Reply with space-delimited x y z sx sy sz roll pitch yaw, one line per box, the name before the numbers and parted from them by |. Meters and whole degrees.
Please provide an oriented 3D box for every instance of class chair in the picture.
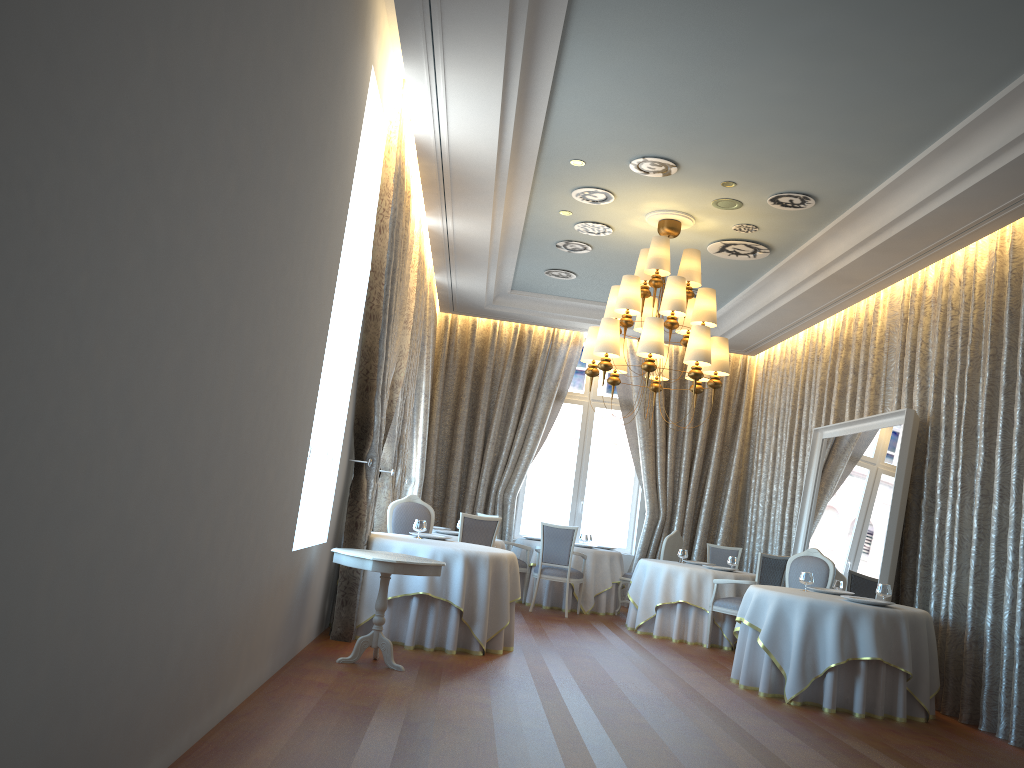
chair | 1.871 2.557 11.987 0.690 1.233 0.563 1 -10 38
chair | -0.951 1.719 8.754 0.563 1.233 0.690 12 -9 -26
chair | 2.689 2.176 8.529 0.690 1.233 0.563 15 -11 -41
chair | 0.577 2.335 11.242 0.650 1.108 0.629 6 -8 13
chair | 2.599 2.387 9.697 0.650 1.108 0.629 13 -9 -31
chair | -0.530 1.941 9.516 0.650 1.108 0.629 12 -9 -26
chair | -0.160 2.337 11.947 0.629 1.108 0.650 14 -10 -36
chair | 2.768 2.714 11.838 0.650 1.108 0.629 5 -8 18

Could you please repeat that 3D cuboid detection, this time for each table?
table | -0.740 1.853 7.927 1.663 0.890 1.667 9 -8 -13
table | -0.941 1.637 6.372 0.760 0.801 0.761 2 -10 37
table | -0.866 2.208 10.539 1.667 0.890 1.663 9 -8 -8
table | 0.753 2.687 12.385 1.667 0.890 1.663 5 -8 17
table | 2.225 2.634 10.620 1.663 0.890 1.667 6 -8 12
table | 2.755 2.276 7.598 1.663 0.890 1.667 9 -8 -13

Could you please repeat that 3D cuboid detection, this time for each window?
window | 1.148 0.905 13.977 1.881 3.306 0.196 8 -8 -2

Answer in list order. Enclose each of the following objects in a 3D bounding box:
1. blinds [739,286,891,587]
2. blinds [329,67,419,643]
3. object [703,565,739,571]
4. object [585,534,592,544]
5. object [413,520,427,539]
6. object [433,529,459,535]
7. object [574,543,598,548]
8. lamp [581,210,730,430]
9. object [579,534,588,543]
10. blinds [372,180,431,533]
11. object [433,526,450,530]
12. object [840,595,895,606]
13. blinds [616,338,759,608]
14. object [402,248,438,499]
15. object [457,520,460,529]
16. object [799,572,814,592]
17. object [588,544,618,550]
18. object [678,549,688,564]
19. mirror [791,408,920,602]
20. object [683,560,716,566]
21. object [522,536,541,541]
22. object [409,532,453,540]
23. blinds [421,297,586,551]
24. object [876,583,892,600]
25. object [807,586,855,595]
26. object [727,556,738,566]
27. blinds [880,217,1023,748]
blinds | 3.765 0.927 11.540 0.238 4.819 4.439 8 -8 -2
blinds | -1.133 -0.239 7.845 0.315 4.930 2.204 8 -8 -2
object | 2.423 2.144 10.311 0.419 0.036 0.419 8 -8 -3
object | 1.092 2.251 12.775 0.128 0.165 0.128 8 -8 -2
object | -0.843 1.325 8.091 0.128 0.165 0.128 11 -9 -20
object | -0.719 1.699 10.147 0.419 0.036 0.419 8 -8 -3
object | 0.951 2.190 12.020 0.419 0.036 0.419 8 -8 -3
lamp | 1.469 -0.644 8.856 1.373 2.121 1.373 2 -10 35
object | 0.996 2.177 12.350 0.128 0.165 0.128 8 -8 -2
blinds | -1.234 0.094 10.280 0.335 4.969 2.257 8 -8 -2
object | -0.966 1.793 11.041 0.419 0.036 0.419 8 -8 -3
object | 2.894 1.768 7.220 0.419 0.036 0.419 8 -8 -3
blinds | 2.544 1.074 13.606 2.476 4.901 0.386 8 -8 -2
object | -1.289 0.441 12.441 0.386 4.901 2.121 8 -8 -2
object | -0.592 1.699 10.483 0.128 0.165 0.128 8 -8 -2
object | 2.629 1.766 7.917 0.128 0.165 0.128 3 -9 28
object | 1.284 2.303 12.505 0.419 0.036 0.419 8 -8 -3
object | 2.109 2.128 10.950 0.128 0.165 0.128 8 -8 -2
mirror | 3.425 1.629 9.202 0.385 2.564 2.251 8 -8 -2
object | 2.344 2.249 11.120 0.419 0.036 0.419 8 -8 -3
object | 0.333 2.145 12.289 0.419 0.036 0.419 8 -8 -3
object | -0.767 1.444 8.394 0.419 0.036 0.419 8 -8 -3
blinds | -0.303 0.680 13.519 2.535 4.901 0.386 8 -8 -2
object | 3.131 1.770 7.469 0.128 0.165 0.128 8 -8 -2
object | 2.901 1.892 8.084 0.419 0.036 0.419 8 -8 -3
object | 2.630 2.145 10.581 0.128 0.165 0.128 8 -8 -2
blinds | 3.986 0.342 7.213 0.238 4.819 4.439 8 -8 -2
